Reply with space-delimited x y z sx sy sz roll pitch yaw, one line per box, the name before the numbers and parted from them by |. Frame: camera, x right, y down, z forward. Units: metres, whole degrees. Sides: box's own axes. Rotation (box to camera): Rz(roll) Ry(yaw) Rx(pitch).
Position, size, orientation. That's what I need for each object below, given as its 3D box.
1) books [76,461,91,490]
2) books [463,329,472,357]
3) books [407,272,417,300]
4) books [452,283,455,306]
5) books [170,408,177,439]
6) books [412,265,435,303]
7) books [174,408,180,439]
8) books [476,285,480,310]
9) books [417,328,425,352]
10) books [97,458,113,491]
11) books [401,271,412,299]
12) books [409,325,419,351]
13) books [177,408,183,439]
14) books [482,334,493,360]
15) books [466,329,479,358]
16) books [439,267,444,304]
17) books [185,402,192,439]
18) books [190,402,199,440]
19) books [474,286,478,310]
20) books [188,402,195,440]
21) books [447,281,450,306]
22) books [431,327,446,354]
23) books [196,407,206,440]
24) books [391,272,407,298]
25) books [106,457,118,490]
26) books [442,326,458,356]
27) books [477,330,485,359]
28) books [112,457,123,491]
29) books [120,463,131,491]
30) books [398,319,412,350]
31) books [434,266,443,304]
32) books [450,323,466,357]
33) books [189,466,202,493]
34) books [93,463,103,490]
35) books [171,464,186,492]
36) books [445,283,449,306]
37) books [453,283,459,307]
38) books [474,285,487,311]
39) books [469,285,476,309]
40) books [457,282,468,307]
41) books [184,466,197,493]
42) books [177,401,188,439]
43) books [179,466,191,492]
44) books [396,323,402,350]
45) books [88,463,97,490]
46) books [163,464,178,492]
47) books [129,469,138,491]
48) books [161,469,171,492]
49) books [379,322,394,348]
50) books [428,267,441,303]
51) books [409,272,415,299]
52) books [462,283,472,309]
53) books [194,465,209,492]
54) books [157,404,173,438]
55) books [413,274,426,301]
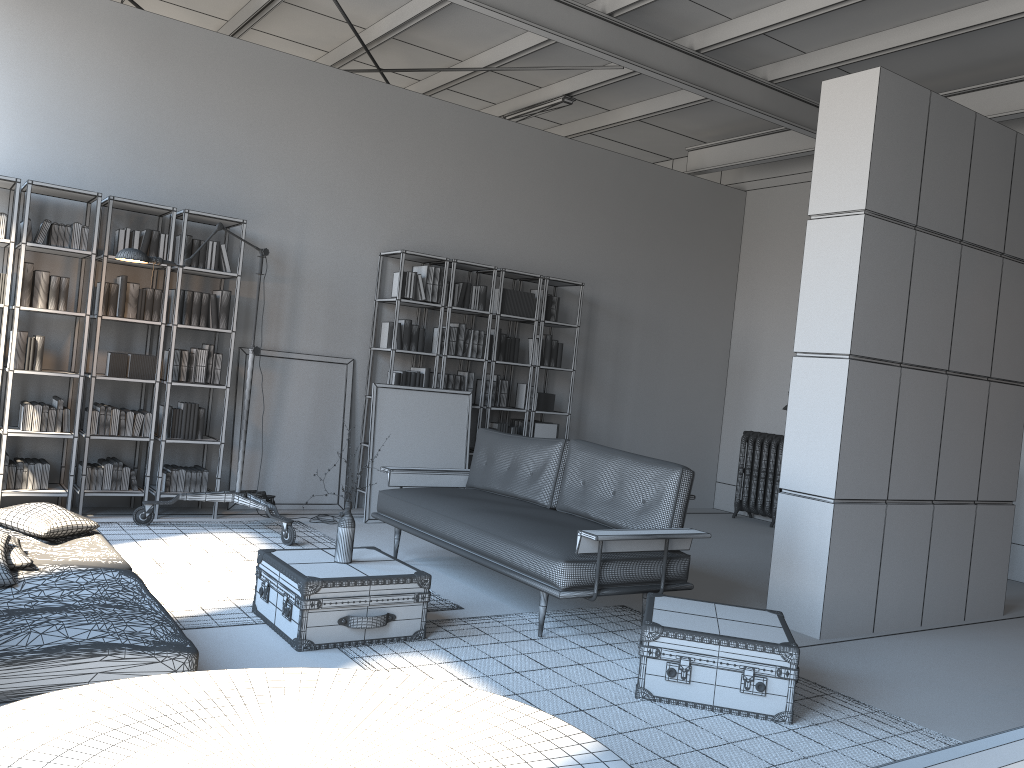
books | -3.101 0.665 6.423 0.047 0.184 0.271 6 1 -34
books | -0.456 -0.372 8.041 0.084 0.267 0.193 6 1 -33
books | -0.872 -0.840 7.607 0.022 0.236 0.186 6 1 -34
books | -0.566 -0.791 7.935 0.019 0.224 0.168 6 1 -34
books | -2.547 0.294 6.628 0.022 0.227 0.165 6 1 -34
books | -0.797 -0.874 7.759 0.068 0.318 0.319 6 1 -34
books | -2.529 0.296 6.641 0.022 0.227 0.165 6 1 -34
books | -0.356 -0.777 8.079 0.027 0.238 0.180 6 1 -34
books | -0.831 -0.382 7.813 0.052 0.223 0.164 6 1 -34
books | -2.991 0.663 6.503 0.061 0.207 0.283 6 1 -34
books | -0.920 -0.842 7.574 0.032 0.231 0.179 6 1 -34
books | -0.893 -0.398 7.773 0.083 0.242 0.178 6 1 -34
books | -2.510 0.298 6.654 0.022 0.227 0.165 6 1 -34
books | -0.252 -0.341 8.260 0.057 0.244 0.180 6 1 -34
books | -0.385 -0.366 8.064 0.062 0.265 0.193 6 1 -34
books | -0.678 -0.864 7.834 0.033 0.326 0.303 6 1 -34
books | -2.465 0.278 6.684 0.027 0.278 0.202 6 1 -34
books | -2.420 0.282 6.715 0.027 0.278 0.202 6 1 -34
books | -0.377 -0.776 8.065 0.023 0.232 0.187 6 1 -34
books | -2.441 0.280 6.699 0.027 0.278 0.202 6 1 -34
books | -0.598 -0.800 7.926 0.029 0.231 0.173 6 1 -34
books | -0.650 -0.381 7.887 0.057 0.244 0.178 6 1 -34
books | -2.395 0.300 6.757 0.057 0.244 0.180 6 1 -34
books | -0.961 -0.844 7.557 0.052 0.223 0.164 6 1 -34
books | -2.955 0.660 6.533 0.030 0.217 0.295 6 1 -34
books | -0.580 -0.385 7.931 0.091 0.265 0.193 6 1 -34
books | -0.339 -0.361 8.111 0.062 0.265 0.193 6 1 -34
books | -2.924 0.663 6.542 0.033 0.223 0.275 6 1 -34
books | -2.886 0.686 6.563 0.056 0.185 0.260 6 1 -34
books | -0.949 -0.422 7.711 0.065 0.278 0.204 6 1 -34
books | -0.701 -0.867 7.806 0.027 0.326 0.272 6 1 -34
books | -0.514 -0.400 7.998 0.071 0.303 0.222 6 1 -34
books | -2.437 0.733 6.801 0.040 0.176 0.242 6 1 -34
books | -3.025 0.676 6.458 0.040 0.176 0.242 6 1 -34
books | -2.546 0.718 6.736 0.056 0.185 0.260 6 1 -34
books | -0.625 -0.792 7.895 0.043 0.213 0.154 6 1 -34
books | -0.542 -0.788 7.952 0.039 0.222 0.161 6 1 -34
books | -0.311 -0.778 8.111 0.083 0.242 0.178 6 1 -34
books | -0.401 -0.777 8.049 0.035 0.229 0.196 6 1 -34
books | -0.483 -0.793 7.970 0.077 0.244 0.178 6 1 -35
books | -2.470 0.731 6.779 0.040 0.176 0.242 6 1 -34
books | -2.486 0.276 6.668 0.027 0.278 0.202 6 1 -34
books | -2.502 0.727 6.756 0.040 0.176 0.242 6 1 -34
books | -1.006 -0.408 7.672 0.077 0.244 0.178 6 1 -33
books | -3.057 0.674 6.435 0.040 0.176 0.242 6 1 -34
books | -2.591 0.714 6.712 0.047 0.184 0.271 6 1 -34
books | -2.830 0.705 6.593 0.069 0.157 0.241 6 1 -33
books | -2.620 0.724 6.677 0.033 0.158 0.241 6 1 -34
books | -1.071 -0.415 7.651 0.057 0.242 0.178 6 1 -34
books | -0.745 -0.870 7.794 0.056 0.315 0.317 6 1 -34
books | -0.894 -0.840 7.592 0.032 0.231 0.179 6 1 -34
books | -0.439 -0.790 8.023 0.057 0.242 0.178 6 1 -34
books | -2.406 0.732 6.839 0.047 0.184 0.271 6 1 -34
books | -2.597 0.280 6.632 0.057 0.244 0.180 6 1 -34
books | -0.820 -0.829 7.642 0.107 0.229 0.184 6 1 -34
